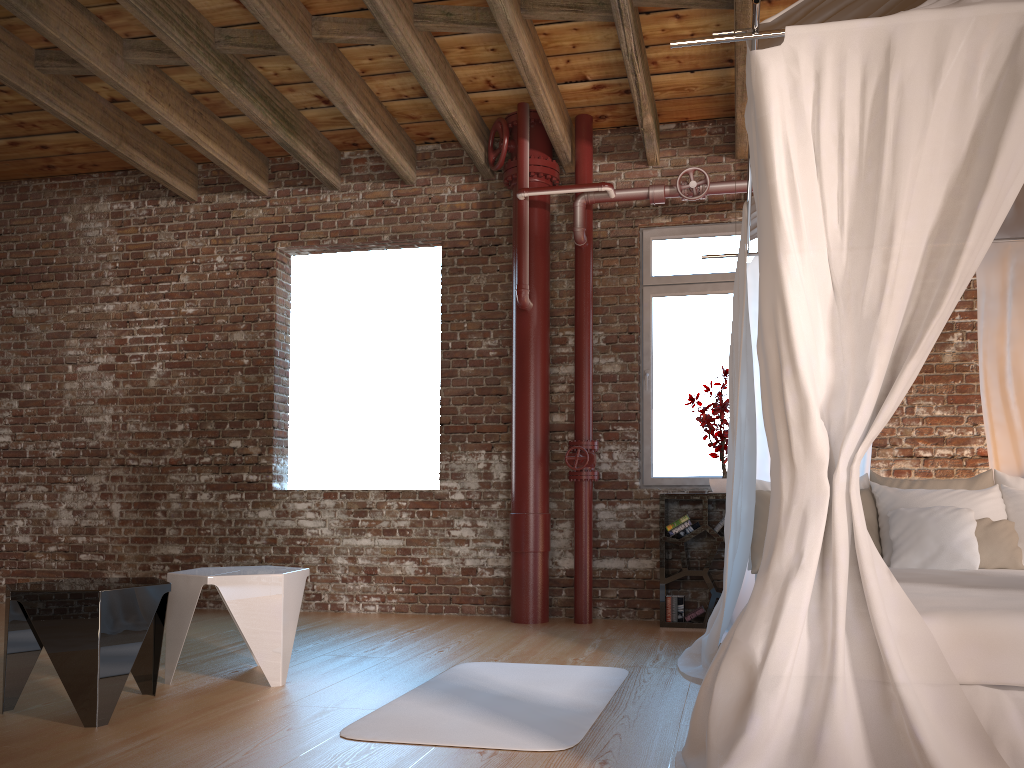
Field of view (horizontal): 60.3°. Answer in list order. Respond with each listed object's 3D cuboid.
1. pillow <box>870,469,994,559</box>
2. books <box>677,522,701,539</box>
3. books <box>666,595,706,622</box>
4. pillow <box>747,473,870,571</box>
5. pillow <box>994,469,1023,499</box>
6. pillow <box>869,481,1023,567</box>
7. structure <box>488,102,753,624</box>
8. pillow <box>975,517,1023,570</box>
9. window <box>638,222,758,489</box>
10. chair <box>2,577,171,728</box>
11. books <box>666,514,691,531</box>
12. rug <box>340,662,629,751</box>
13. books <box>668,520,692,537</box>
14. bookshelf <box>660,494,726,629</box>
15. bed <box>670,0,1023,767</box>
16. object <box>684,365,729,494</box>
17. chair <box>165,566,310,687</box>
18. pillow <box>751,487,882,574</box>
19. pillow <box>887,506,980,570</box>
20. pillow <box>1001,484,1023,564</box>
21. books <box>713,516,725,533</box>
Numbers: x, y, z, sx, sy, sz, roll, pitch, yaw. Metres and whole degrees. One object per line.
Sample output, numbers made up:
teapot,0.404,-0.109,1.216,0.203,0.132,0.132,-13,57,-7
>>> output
pillow,2.066,0.663,4.342,0.618,0.492,0.214,-1,-4,12
books,1.136,0.937,5.654,0.153,0.113,0.137,-1,-6,13
books,1.112,1.436,5.636,0.244,0.159,0.137,-1,-5,12
pillow,1.504,0.694,4.449,0.619,0.491,0.204,-1,-4,12
pillow,2.642,0.651,4.222,0.617,0.497,0.213,-1,-4,12
pillow,2.020,0.651,4.141,0.599,0.401,0.358,-1,-5,10
structure,0.764,-0.173,5.725,1.956,3.450,0.591,-1,-3,11
pillow,2.139,0.717,3.970,0.282,0.233,0.166,-1,-4,11
window,1.496,-0.202,5.960,1.316,1.841,0.172,-1,-3,12
chair,-1.639,1.017,3.407,0.549,0.488,0.605,3,-7,-33
books,1.067,0.892,5.670,0.151,0.108,0.137,-1,-6,13
rug,-0.026,1.274,3.597,0.841,0.007,1.476,-2,-8,14
books,1.080,0.927,5.666,0.151,0.108,0.137,-1,-6,13
bookshelf,1.385,1.128,5.665,0.837,0.842,0.300,-1,-3,12
bed,1.816,-0.684,3.372,2.443,3.866,2.740,-1,-4,13
object,1.323,0.291,5.703,0.408,0.837,0.405,0,-4,9
chair,-1.243,1.098,4.026,0.628,0.488,0.528,2,-6,-23
pillow,1.455,0.704,4.255,0.600,0.413,0.367,-1,-5,10
pillow,1.897,0.696,3.986,0.375,0.290,0.221,-2,-5,22
pillow,2.593,0.670,4.027,0.615,0.431,0.301,-1,-4,13
books,1.401,0.884,5.601,0.238,0.165,0.137,-1,-5,12
